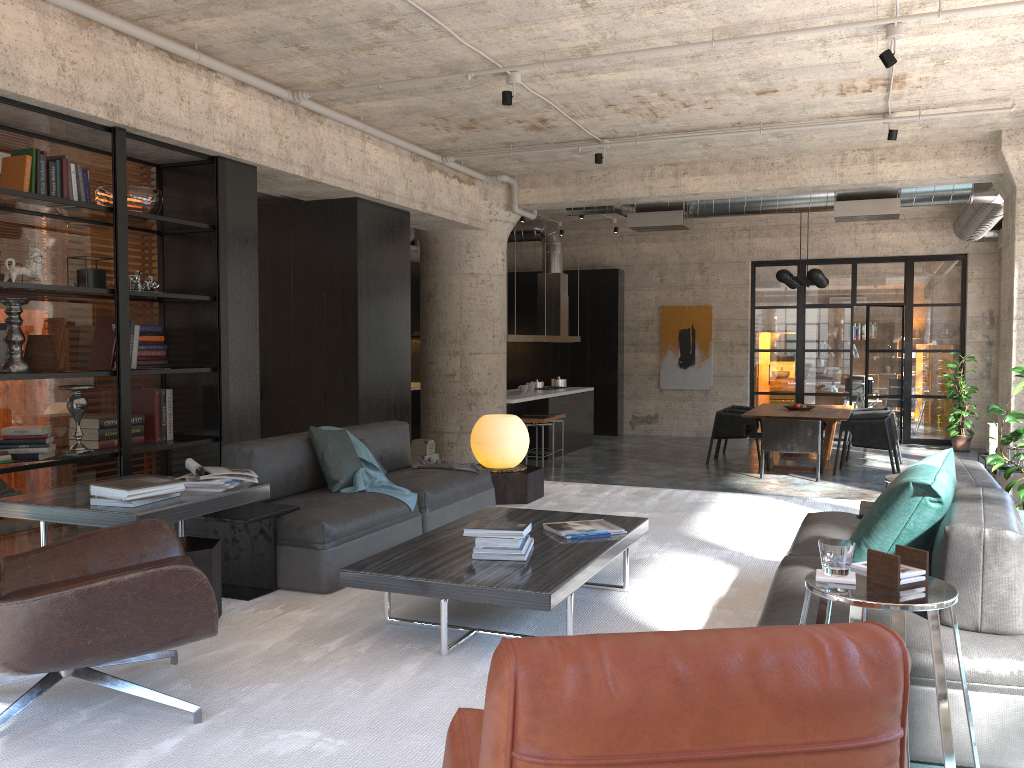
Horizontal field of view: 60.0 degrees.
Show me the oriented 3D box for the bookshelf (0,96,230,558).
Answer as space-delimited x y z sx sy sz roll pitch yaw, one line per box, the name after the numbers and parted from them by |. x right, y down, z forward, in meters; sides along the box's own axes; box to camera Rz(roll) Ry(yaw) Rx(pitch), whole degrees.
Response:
-2.917 -0.304 5.270 0.628 2.571 2.900 1 3 22 | bookshelf

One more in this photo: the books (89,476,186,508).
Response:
-1.540 0.443 3.658 0.278 0.075 0.320 1 3 27 | books

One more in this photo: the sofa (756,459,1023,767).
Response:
1.552 0.712 3.449 1.019 0.680 2.063 1 3 22 | sofa

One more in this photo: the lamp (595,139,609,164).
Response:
0.880 -2.266 8.650 0.141 0.215 0.107 0 3 5 | lamp

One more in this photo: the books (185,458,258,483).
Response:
-1.349 0.410 4.111 0.273 0.109 0.322 -1 3 -28 | books

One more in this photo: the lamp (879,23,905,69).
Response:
2.373 -2.106 5.542 0.144 0.252 0.107 0 3 6 | lamp

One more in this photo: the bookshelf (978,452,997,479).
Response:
5.573 1.039 10.079 0.350 0.347 1.600 1 3 22 | bookshelf

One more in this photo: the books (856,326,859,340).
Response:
8.052 -1.192 20.679 0.055 0.326 0.255 1 3 22 | books

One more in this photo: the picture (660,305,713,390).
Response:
3.126 -0.654 15.898 0.928 1.494 0.029 1 3 22 | picture

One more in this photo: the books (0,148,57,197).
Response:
-2.868 -1.238 5.259 0.216 0.290 0.231 1 3 22 | books

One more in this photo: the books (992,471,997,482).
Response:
5.353 1.090 9.600 0.274 0.263 0.393 2 3 32 | books

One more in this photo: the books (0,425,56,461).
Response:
-2.918 0.351 5.318 0.306 0.188 0.257 -1 3 -13 | books

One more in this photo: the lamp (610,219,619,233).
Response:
1.744 -2.685 15.078 0.145 0.236 0.107 0 3 5 | lamp

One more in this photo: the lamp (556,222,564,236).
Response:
0.838 -2.702 15.450 0.145 0.236 0.107 0 3 5 | lamp

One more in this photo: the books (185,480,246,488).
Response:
-1.358 0.446 4.057 0.252 0.011 0.318 0 3 -1 | books

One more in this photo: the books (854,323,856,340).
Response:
8.003 -1.219 20.682 0.036 0.379 0.244 1 3 22 | books

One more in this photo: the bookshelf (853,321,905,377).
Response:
8.609 -0.347 20.455 3.034 2.179 0.366 1 3 22 | bookshelf

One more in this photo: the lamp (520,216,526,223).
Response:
0.139 -2.620 13.719 0.145 0.236 0.107 0 3 5 | lamp

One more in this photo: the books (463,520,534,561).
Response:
-0.060 0.666 3.839 0.279 0.116 0.322 0 3 7 | books

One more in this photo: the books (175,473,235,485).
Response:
-1.377 0.426 4.037 0.252 0.011 0.318 0 3 4 | books

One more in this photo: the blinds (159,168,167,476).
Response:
-3.248 -0.119 5.409 0.136 3.160 2.915 1 3 22 | blinds

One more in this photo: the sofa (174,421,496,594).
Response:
-0.952 0.624 5.384 1.019 0.680 2.063 1 3 22 | sofa

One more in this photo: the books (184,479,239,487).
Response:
-1.372 0.436 4.044 0.252 0.011 0.318 0 3 -1 | books

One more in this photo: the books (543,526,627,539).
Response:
0.349 0.699 4.253 0.318 0.011 0.252 -1 3 -23 | books

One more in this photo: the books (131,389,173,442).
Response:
-2.578 0.220 6.301 0.277 0.362 0.191 1 3 17 | books

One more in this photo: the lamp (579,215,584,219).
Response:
1.025 -2.603 13.355 0.145 0.236 0.107 0 3 5 | lamp

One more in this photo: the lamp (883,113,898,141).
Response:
3.266 -2.211 7.660 0.107 0.236 0.145 0 3 5 | lamp

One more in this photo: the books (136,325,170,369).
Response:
-2.664 -0.265 6.282 0.303 0.303 0.378 1 3 24 | books

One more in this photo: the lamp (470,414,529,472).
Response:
-0.095 0.455 6.961 0.462 0.417 0.462 -2 3 -39 | lamp

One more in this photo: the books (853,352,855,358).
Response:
7.963 -0.777 20.723 0.125 0.345 0.272 1 3 22 | books

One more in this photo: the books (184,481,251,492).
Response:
-1.364 0.458 4.043 0.252 0.011 0.318 0 3 9 | books

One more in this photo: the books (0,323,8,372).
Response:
-3.169 -0.216 5.271 0.147 0.299 0.547 1 3 22 | books

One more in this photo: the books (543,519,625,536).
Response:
0.340 0.688 4.254 0.318 0.011 0.252 -1 3 -18 | books

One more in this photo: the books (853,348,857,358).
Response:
7.986 -0.777 20.723 0.125 0.345 0.272 1 3 22 | books

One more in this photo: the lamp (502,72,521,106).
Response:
-0.004 -2.169 6.517 0.141 0.215 0.107 0 3 5 | lamp

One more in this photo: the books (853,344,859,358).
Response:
8.025 -0.767 20.692 0.158 0.326 0.255 1 3 22 | books

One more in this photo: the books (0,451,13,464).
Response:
-3.031 0.426 5.008 0.231 0.068 0.319 1 3 14 | books

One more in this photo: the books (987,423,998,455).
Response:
5.803 0.659 10.609 0.191 0.362 0.277 1 3 22 | books

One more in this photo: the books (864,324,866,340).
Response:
8.205 -1.202 20.604 0.021 0.355 0.272 1 3 22 | books

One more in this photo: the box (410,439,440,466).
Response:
-0.865 0.759 8.580 0.280 0.441 0.331 1 3 12 | box

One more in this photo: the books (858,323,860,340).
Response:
8.088 -1.217 20.641 0.036 0.379 0.244 1 3 22 | books

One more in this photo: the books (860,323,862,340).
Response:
8.126 -1.217 20.637 0.036 0.379 0.244 1 3 22 | books

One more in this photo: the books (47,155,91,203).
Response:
-2.771 -1.252 5.486 0.221 0.298 0.258 1 3 22 | books

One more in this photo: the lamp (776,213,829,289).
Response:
4.013 -2.013 12.171 0.583 1.327 1.813 1 3 22 | lamp

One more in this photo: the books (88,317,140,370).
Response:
-2.676 -0.276 5.976 0.216 0.354 0.256 1 3 22 | books

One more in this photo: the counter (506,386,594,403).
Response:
0.222 0.144 13.211 1.000 0.046 3.500 1 3 22 | counter

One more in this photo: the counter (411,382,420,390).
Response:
-2.286 0.138 14.418 1.000 0.142 4.360 1 3 22 | counter

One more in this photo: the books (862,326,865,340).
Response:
8.163 -1.189 20.606 0.055 0.326 0.255 1 3 22 | books

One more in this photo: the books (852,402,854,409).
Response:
7.975 0.481 20.767 0.055 0.326 0.255 1 3 22 | books

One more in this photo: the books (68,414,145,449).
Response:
-2.734 0.317 5.992 0.274 0.197 0.393 1 3 22 | books
